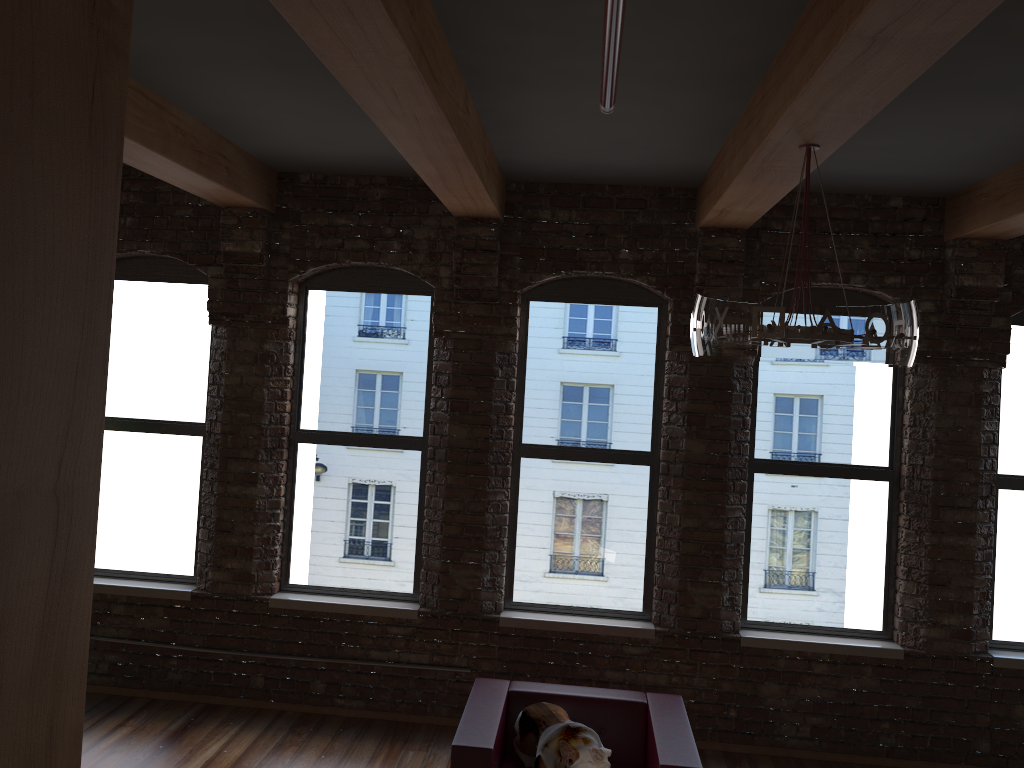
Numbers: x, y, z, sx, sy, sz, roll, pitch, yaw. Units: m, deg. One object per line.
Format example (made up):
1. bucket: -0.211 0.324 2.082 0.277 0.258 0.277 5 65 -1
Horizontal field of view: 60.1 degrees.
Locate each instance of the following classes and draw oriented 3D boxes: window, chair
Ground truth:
1. window: 0.467 0.416 5.581 0.968 2.218 0.235 3 -2 5
2. window: 1.926 0.502 5.454 0.968 2.218 0.235 3 -2 5
3. window: -2.450 0.245 5.833 0.968 2.218 0.235 3 -2 5
4. chair: 0.290 1.871 4.179 1.071 0.593 0.865 3 0 5
5. window: 3.385 0.587 5.328 0.968 2.218 0.235 3 -2 5
6. window: -0.992 0.331 5.707 0.968 2.218 0.235 3 -2 5

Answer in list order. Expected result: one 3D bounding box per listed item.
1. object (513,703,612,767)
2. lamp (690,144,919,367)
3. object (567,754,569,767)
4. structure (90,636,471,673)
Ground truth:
1. object: 0.226 1.692 4.067 0.364 0.297 0.755 3 1 -24
2. lamp: 1.098 -0.491 3.329 0.808 0.816 0.810 4 0 -44
3. object: 0.208 1.516 3.293 0.076 0.232 0.094 2 -2 38
4. structure: -7.112 1.279 6.051 13.703 0.313 1.633 3 1 -2
